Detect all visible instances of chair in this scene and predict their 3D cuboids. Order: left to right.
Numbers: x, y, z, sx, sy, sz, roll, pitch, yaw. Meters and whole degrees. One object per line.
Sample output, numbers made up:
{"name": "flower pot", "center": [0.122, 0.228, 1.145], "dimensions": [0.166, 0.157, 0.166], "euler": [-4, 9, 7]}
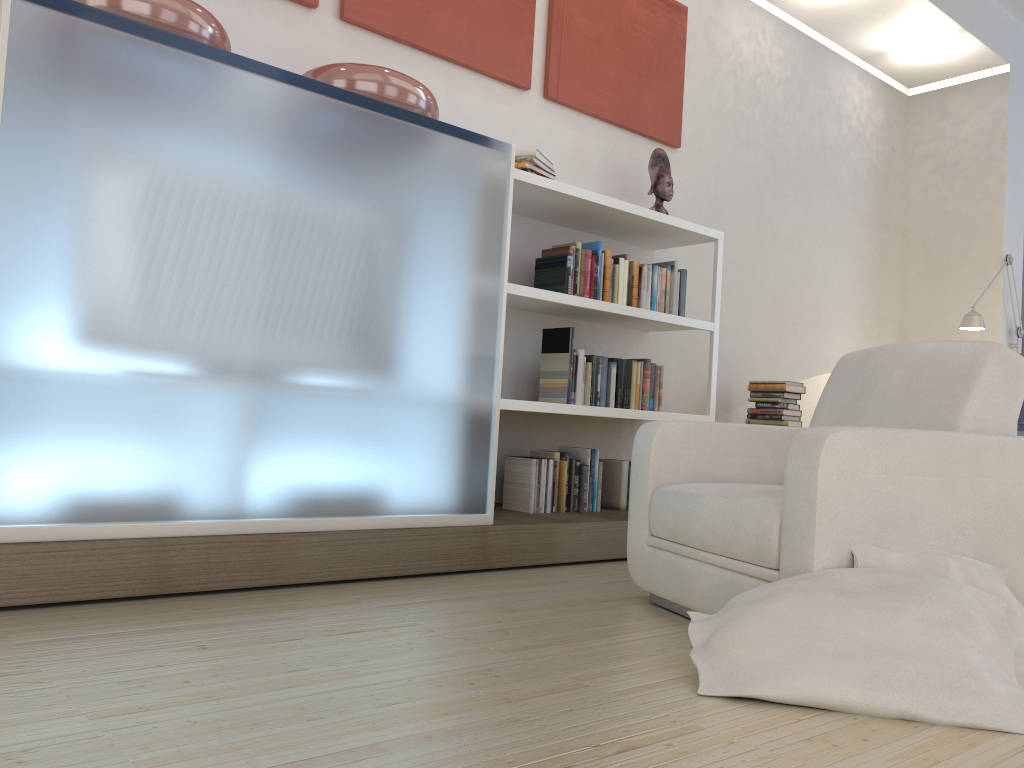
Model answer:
{"name": "chair", "center": [0.971, 0.262, 2.635], "dimensions": [0.941, 0.828, 0.919], "euler": [4, -3, -20]}

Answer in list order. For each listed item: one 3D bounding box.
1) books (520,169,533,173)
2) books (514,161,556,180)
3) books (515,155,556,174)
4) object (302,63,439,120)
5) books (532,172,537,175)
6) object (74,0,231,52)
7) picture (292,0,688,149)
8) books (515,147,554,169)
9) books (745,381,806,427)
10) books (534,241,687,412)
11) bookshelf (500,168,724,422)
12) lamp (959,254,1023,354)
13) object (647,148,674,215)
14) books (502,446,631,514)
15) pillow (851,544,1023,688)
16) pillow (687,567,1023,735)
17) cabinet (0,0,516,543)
{"name": "books", "center": [-0.017, -0.885, 3.851], "dimensions": [0.287, 0.018, 0.247], "euler": [2, -3, 23]}
{"name": "books", "center": [0.006, -0.905, 3.839], "dimensions": [0.287, 0.025, 0.247], "euler": [2, -3, 34]}
{"name": "books", "center": [-0.008, -0.933, 3.851], "dimensions": [0.328, 0.027, 0.247], "euler": [2, -3, 25]}
{"name": "object", "center": [-0.535, -1.017, 3.253], "dimensions": [0.534, 0.206, 0.546], "euler": [4, -3, -4]}
{"name": "books", "center": [-0.012, -0.867, 3.848], "dimensions": [0.328, 0.018, 0.247], "euler": [2, -3, 25]}
{"name": "object", "center": [-1.147, -1.076, 2.736], "dimensions": [0.534, 0.206, 0.546], "euler": [1, -3, 37]}
{"name": "picture", "center": [-0.277, -1.821, 3.882], "dimensions": [3.227, 0.794, 0.030], "euler": [6, -3, -40]}
{"name": "books", "center": [-0.007, -0.966, 3.852], "dimensions": [0.319, 0.038, 0.247], "euler": [2, -3, 21]}
{"name": "books", "center": [1.490, 0.335, 4.988], "dimensions": [0.270, 0.694, 0.329], "euler": [6, -3, -40]}
{"name": "books", "center": [0.474, -0.256, 4.149], "dimensions": [0.831, 0.743, 0.215], "euler": [6, -3, -40]}
{"name": "bookshelf", "center": [0.270, -0.129, 4.092], "dimensions": [1.599, 1.396, 0.465], "euler": [6, -3, -40]}
{"name": "lamp", "center": [3.153, 0.021, 5.906], "dimensions": [0.891, 1.841, 0.204], "euler": [6, -4, -45]}
{"name": "object", "center": [0.747, -0.989, 4.473], "dimensions": [0.133, 0.409, 0.138], "euler": [3, -3, 6]}
{"name": "books", "center": [0.466, 0.444, 4.123], "dimensions": [1.125, 0.281, 0.274], "euler": [5, -3, -33]}
{"name": "pillow", "center": [0.998, 0.537, 2.016], "dimensions": [0.615, 0.315, 0.312], "euler": [4, -3, -13]}
{"name": "pillow", "center": [0.732, 0.549, 1.894], "dimensions": [0.712, 0.287, 0.299], "euler": [3, -3, 12]}
{"name": "cabinet", "center": [-0.884, -0.249, 2.961], "dimensions": [1.670, 1.396, 0.689], "euler": [6, -3, -40]}
